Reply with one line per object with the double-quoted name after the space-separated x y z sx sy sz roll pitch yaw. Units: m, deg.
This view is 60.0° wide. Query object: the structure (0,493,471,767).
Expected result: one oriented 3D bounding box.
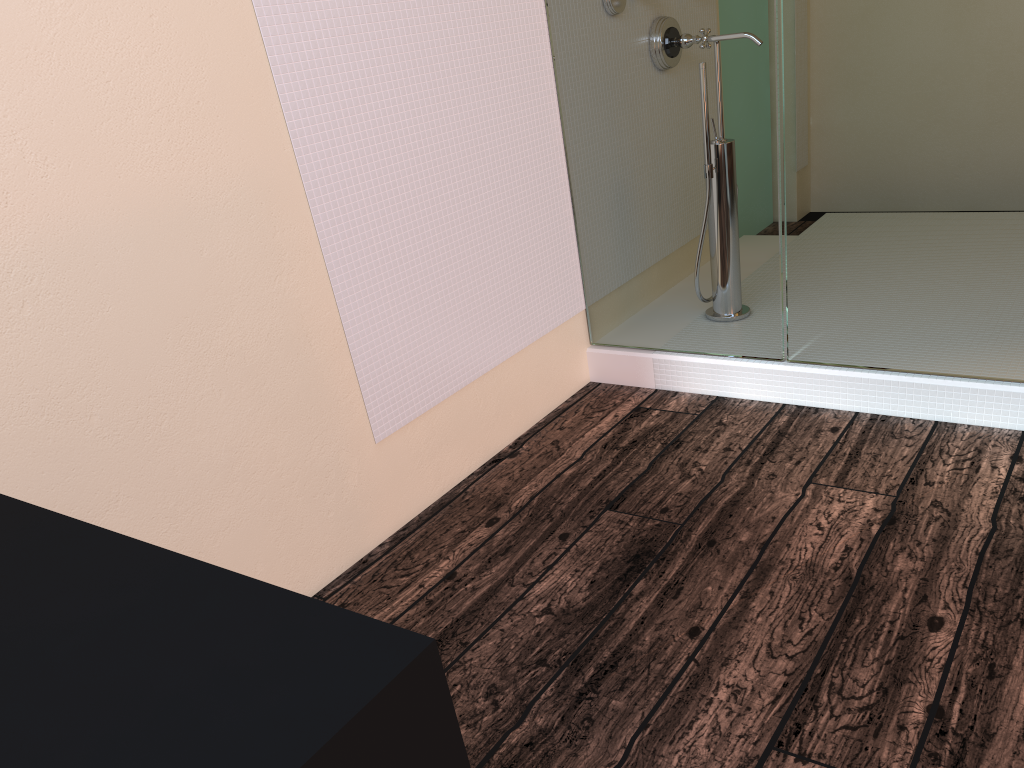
-0.557 0.729 0.741 0.798 0.874 0.858 9 31 34 "structure"
